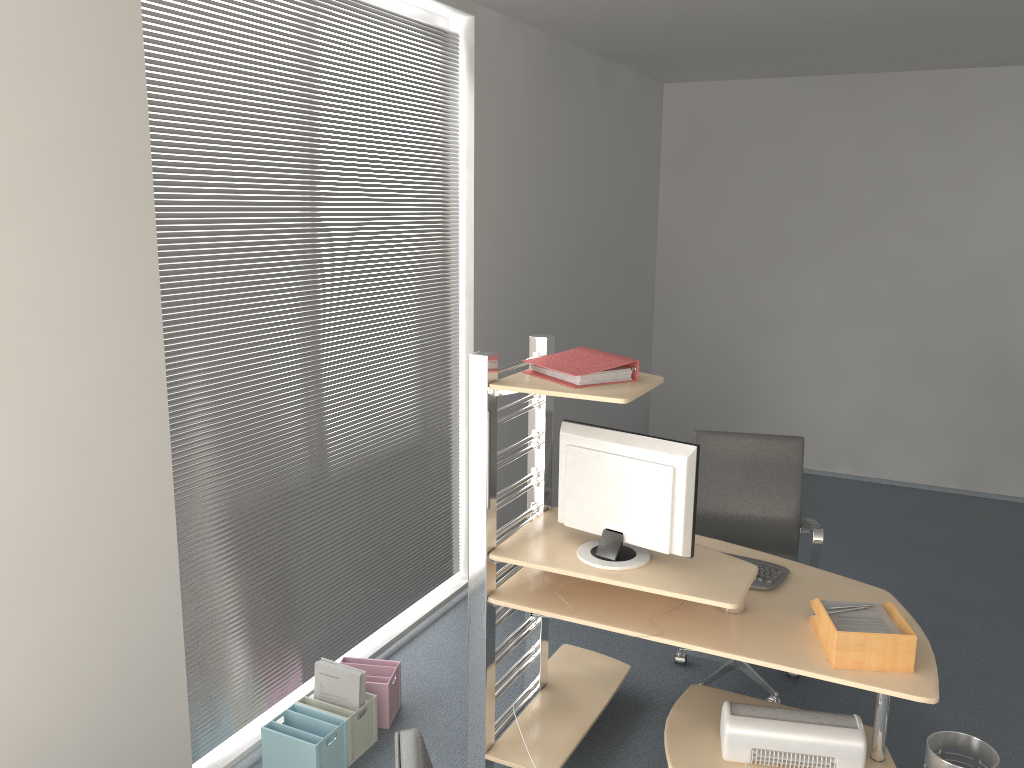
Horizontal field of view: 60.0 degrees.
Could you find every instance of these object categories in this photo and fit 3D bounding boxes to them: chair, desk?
[{"bbox_3d":[0.994,0.792,3.813,0.584,1.048,0.652,3,12,12],"label":"chair"},{"bbox_3d":[0.718,0.660,3.144,1.469,1.566,0.967,6,13,26],"label":"desk"},{"bbox_3d":[0.123,1.222,1.634,0.652,1.048,0.584,-1,12,-8],"label":"chair"}]

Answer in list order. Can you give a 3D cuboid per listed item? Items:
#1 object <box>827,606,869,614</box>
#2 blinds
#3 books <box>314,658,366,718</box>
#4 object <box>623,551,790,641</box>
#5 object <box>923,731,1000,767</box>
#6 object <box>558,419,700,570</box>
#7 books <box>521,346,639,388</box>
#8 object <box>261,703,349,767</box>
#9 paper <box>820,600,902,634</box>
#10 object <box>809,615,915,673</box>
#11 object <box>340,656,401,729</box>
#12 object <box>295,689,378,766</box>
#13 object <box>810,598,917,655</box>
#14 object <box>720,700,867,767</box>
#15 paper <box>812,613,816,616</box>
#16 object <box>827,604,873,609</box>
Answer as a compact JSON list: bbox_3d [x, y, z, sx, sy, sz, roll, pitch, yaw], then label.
[{"bbox_3d":[1.054,0.708,2.782,0.159,0.009,0.008,-3,12,-18],"label":"object"},{"bbox_3d":[-0.709,-0.174,3.695,0.022,2.770,1.950,6,13,26],"label":"blinds"},{"bbox_3d":[-0.661,1.226,3.395,0.220,0.306,0.068,6,13,26],"label":"books"},{"bbox_3d":[0.618,0.735,3.075,0.478,0.082,0.814,8,14,33],"label":"object"},{"bbox_3d":[1.425,1.343,2.846,0.208,0.377,0.208,-4,12,-20],"label":"object"},{"bbox_3d":[0.336,0.371,2.948,0.245,0.418,0.516,-9,15,-41],"label":"object"},{"bbox_3d":[0.227,-0.062,3.006,0.262,0.072,0.320,-6,13,-31],"label":"books"},{"bbox_3d":[-0.751,1.330,3.233,0.245,0.202,0.185,6,13,26],"label":"object"},{"bbox_3d":[1.062,0.732,2.707,0.210,0.010,0.297,2,11,5],"label":"paper"},{"bbox_3d":[1.061,0.771,2.714,0.225,0.060,0.309,2,11,5],"label":"object"},{"bbox_3d":[-0.593,1.256,3.606,0.245,0.202,0.185,2,12,8],"label":"object"},{"bbox_3d":[-0.669,1.298,3.395,0.245,0.202,0.185,6,13,26],"label":"object"},{"bbox_3d":[1.062,0.716,2.703,0.225,0.060,0.309,2,11,5],"label":"object"},{"bbox_3d":[0.924,1.125,2.969,0.438,0.162,0.351,3,12,10],"label":"object"},{"bbox_3d":[1.061,0.783,2.718,0.210,0.019,0.297,2,11,5],"label":"paper"},{"bbox_3d":[1.073,0.704,2.805,0.159,0.009,0.008,-1,12,-10],"label":"object"}]
